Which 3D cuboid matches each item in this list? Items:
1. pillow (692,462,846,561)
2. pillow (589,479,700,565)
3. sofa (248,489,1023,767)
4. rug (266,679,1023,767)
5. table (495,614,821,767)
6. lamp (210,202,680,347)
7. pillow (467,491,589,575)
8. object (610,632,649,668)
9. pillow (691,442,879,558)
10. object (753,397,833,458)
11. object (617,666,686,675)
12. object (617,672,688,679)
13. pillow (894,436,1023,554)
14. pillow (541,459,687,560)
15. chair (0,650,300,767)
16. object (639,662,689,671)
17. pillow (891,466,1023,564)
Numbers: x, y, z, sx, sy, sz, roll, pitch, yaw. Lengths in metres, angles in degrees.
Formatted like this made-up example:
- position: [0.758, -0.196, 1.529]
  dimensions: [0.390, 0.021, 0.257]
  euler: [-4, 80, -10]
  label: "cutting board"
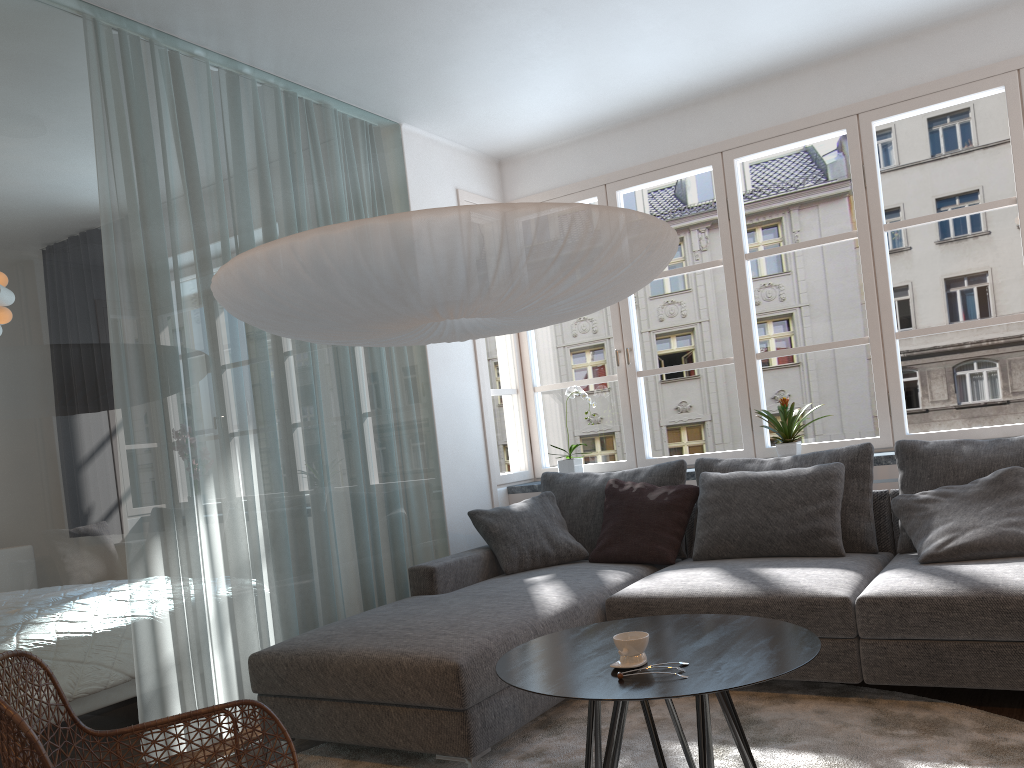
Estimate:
- position: [1.140, 0.574, 3.941]
  dimensions: [0.669, 0.397, 0.291]
  euler: [-8, -2, 32]
  label: "pillow"
- position: [0.621, 0.652, 4.239]
  dimensions: [0.523, 0.403, 0.310]
  euler: [-8, -2, 34]
  label: "pillow"
- position: [0.844, 0.855, 3.287]
  dimensions: [3.081, 0.671, 2.034]
  euler: [-9, -4, 32]
  label: "sofa"
- position: [0.269, 1.189, 2.345]
  dimensions: [2.842, 0.012, 2.838]
  euler: [-7, -4, 12]
  label: "rug"
- position: [0.404, 0.942, 2.356]
  dimensions: [0.851, 0.472, 0.845]
  euler: [-8, -3, 34]
  label: "table"
- position: [-0.194, -0.276, 2.859]
  dimensions: [1.465, 0.210, 1.477]
  euler: [-5, -4, -22]
  label: "lamp"
- position: [0.077, 0.739, 4.412]
  dimensions: [0.514, 0.359, 0.348]
  euler: [-6, -2, -19]
  label: "pillow"
- position: [0.289, 0.674, 2.227]
  dimensions: [0.092, 0.069, 0.138]
  euler: [-9, -4, 44]
  label: "object"
- position: [1.225, 0.546, 4.054]
  dimensions: [0.843, 0.475, 0.276]
  euler: [-8, -1, 32]
  label: "pillow"
- position: [1.408, 0.225, 4.443]
  dimensions: [0.376, 0.328, 0.322]
  euler: [-7, -2, 7]
  label: "object"
- position: [0.335, 0.689, 2.127]
  dimensions: [0.164, 0.016, 0.025]
  euler: [-7, -3, 7]
  label: "object"
- position: [0.331, 0.687, 2.085]
  dimensions: [0.168, 0.015, 0.015]
  euler: [-8, -2, 19]
  label: "object"
- position: [1.990, 0.428, 3.561]
  dimensions: [0.840, 0.477, 0.274]
  euler: [-8, -1, 32]
  label: "pillow"
- position: [0.485, 0.661, 4.507]
  dimensions: [0.840, 0.478, 0.274]
  euler: [-8, -1, 32]
  label: "pillow"
- position: [-0.777, 0.924, 2.010]
  dimensions: [0.683, 0.709, 0.721]
  euler: [-6, -2, -26]
  label: "chair"
- position: [0.372, 0.690, 2.171]
  dimensions: [0.124, 0.010, 0.026]
  euler: [-6, -3, -2]
  label: "object"
- position: [1.768, 0.503, 3.421]
  dimensions: [0.493, 0.321, 0.444]
  euler: [-7, -2, 13]
  label: "pillow"
